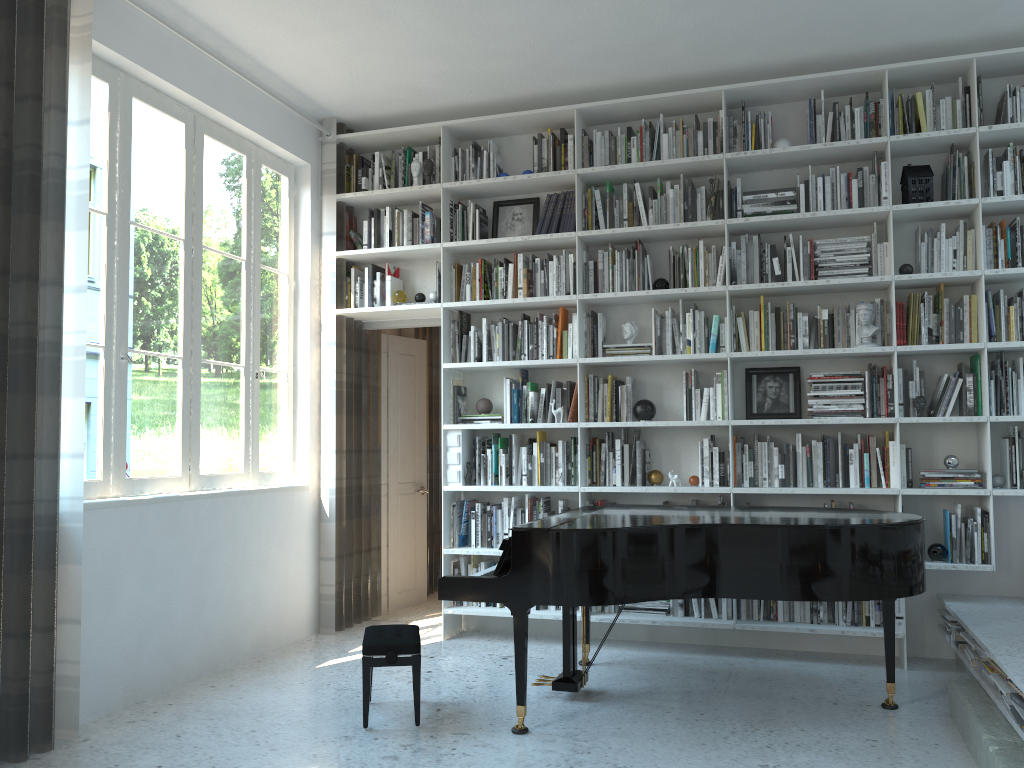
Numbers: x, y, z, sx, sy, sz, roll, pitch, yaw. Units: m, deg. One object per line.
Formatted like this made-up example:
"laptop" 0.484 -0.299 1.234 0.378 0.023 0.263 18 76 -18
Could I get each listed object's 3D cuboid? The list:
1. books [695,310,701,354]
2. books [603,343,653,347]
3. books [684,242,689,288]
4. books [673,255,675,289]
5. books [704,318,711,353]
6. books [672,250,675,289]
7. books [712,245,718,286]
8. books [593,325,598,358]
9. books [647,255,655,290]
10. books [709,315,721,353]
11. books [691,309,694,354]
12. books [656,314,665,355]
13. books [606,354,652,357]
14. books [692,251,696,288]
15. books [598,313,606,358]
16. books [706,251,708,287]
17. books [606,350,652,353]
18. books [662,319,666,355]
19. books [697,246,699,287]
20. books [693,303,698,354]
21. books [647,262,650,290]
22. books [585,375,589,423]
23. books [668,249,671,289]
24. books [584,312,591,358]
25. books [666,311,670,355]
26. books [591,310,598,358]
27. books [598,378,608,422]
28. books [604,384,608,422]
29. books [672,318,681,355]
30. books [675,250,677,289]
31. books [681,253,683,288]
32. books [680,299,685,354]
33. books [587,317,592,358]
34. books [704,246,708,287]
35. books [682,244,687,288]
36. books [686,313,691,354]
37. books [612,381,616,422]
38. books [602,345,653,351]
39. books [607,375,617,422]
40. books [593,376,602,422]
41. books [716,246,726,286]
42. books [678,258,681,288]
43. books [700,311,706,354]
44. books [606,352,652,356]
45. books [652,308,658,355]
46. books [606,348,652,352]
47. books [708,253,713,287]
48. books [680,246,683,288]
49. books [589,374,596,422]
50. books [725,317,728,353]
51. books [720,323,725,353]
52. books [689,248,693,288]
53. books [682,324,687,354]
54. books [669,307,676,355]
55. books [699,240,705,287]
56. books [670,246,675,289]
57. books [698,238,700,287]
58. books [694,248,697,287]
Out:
"books" 1.071 -0.282 5.075 0.023 0.259 0.170 -1 -4 18
"books" 0.687 -0.219 5.203 0.285 0.012 0.159 -1 -4 14
"books" 1.021 -0.661 5.132 0.033 0.287 0.155 -1 -4 18
"books" 0.954 -0.624 5.146 0.013 0.216 0.149 -1 -4 18
"books" 1.122 -0.262 5.080 0.026 0.219 0.150 -1 -4 18
"books" 0.941 -0.637 5.133 0.005 0.240 0.174 -1 -4 18
"books" 1.162 -0.651 5.069 0.022 0.257 0.155 -1 -4 18
"books" 0.512 -0.239 5.271 0.034 0.209 0.136 -2 -4 18
"books" 0.817 -0.627 5.186 0.031 0.232 0.148 -1 -4 18
"books" 1.156 -0.268 5.044 0.060 0.227 0.179 -2 -4 18
"books" 1.041 -0.284 5.075 0.012 0.265 0.193 -1 -4 18
"books" 0.862 -0.270 5.137 0.030 0.247 0.174 -1 -4 18
"books" 0.691 -0.158 5.208 0.254 0.012 0.161 -2 -4 18
"books" 1.055 -0.637 5.122 0.011 0.236 0.130 -1 -4 18
"books" 0.536 -0.274 5.260 0.021 0.277 0.136 -1 -4 18
"books" 1.127 -0.635 5.089 0.011 0.229 0.166 -1 -4 18
"books" 0.687 -0.183 5.199 0.254 0.012 0.161 -1 -4 13
"books" 0.896 -0.258 5.156 0.024 0.227 0.137 -1 -4 18
"books" 1.077 -0.647 5.096 0.006 0.253 0.180 -1 -4 18
"books" 1.055 -0.302 5.081 0.011 0.300 0.178 -1 -4 18
"books" 0.804 -0.615 5.198 0.004 0.209 0.132 -1 -4 18
"books" 0.459 0.092 5.269 0.012 0.285 0.159 -1 -4 18
"books" 0.926 -0.642 5.159 0.005 0.254 0.161 -1 -4 18
"books" 0.456 -0.275 5.290 0.012 0.285 0.159 -1 -4 18
"books" 0.913 -0.280 5.135 0.022 0.267 0.151 -1 -4 18
"books" 0.493 -0.281 5.291 0.011 0.297 0.135 -1 -4 18
"books" 0.538 0.100 5.231 0.036 0.263 0.166 -1 -4 18
"books" 0.568 0.116 5.224 0.025 0.228 0.153 -1 -4 18
"books" 0.960 -0.260 5.124 0.048 0.224 0.149 -2 -4 18
"books" 0.955 -0.636 5.119 0.005 0.236 0.178 -1 -4 18
"books" 0.989 -0.627 5.107 0.006 0.216 0.181 -1 -4 18
"books" 0.984 -0.314 5.110 0.010 0.329 0.173 -1 -4 18
"books" 0.472 -0.262 5.278 0.024 0.257 0.134 -1 -4 18
"books" 1.115 -0.649 5.090 0.010 0.257 0.140 -1 -4 18
"books" 1.000 -0.655 5.127 0.005 0.275 0.157 -1 -4 18
"books" 1.025 -0.274 5.090 0.028 0.247 0.170 -1 -4 18
"books" 0.612 0.107 5.210 0.014 0.243 0.153 -1 -4 18
"books" 0.689 -0.207 5.207 0.285 0.012 0.159 -2 -4 20
"books" 0.586 0.091 5.197 0.026 0.274 0.190 -1 -4 18
"books" 0.511 0.095 5.247 0.026 0.275 0.154 -1 -4 18
"books" 1.197 -0.643 5.034 0.064 0.237 0.209 -2 -4 18
"books" 0.979 -0.617 5.134 0.011 0.200 0.162 -1 -4 18
"books" 1.099 -0.279 5.088 0.022 0.256 0.152 -1 -4 18
"books" 0.688 -0.171 5.200 0.254 0.012 0.161 -1 -4 14
"books" 0.834 -0.287 5.153 0.012 0.285 0.159 -1 -4 18
"books" 0.688 -0.195 5.204 0.254 0.012 0.161 -1 -4 15
"books" 1.143 -0.629 5.084 0.024 0.216 0.142 -1 -4 18
"books" 0.991 -0.650 5.141 0.009 0.266 0.149 -1 -4 18
"books" 0.485 0.091 5.251 0.025 0.284 0.145 -1 -4 18
"books" 1.229 -0.264 5.042 0.026 0.217 0.126 -1 -4 18
"books" 1.203 -0.245 5.047 0.027 0.181 0.142 -2 -4 18
"books" 1.033 -0.642 5.091 0.013 0.243 0.189 -1 -4 18
"books" 1.006 -0.243 5.115 0.025 0.189 0.140 -1 -4 18
"books" 0.926 -0.291 5.120 0.012 0.286 0.167 -1 -4 18
"books" 1.098 -0.663 5.089 0.022 0.284 0.190 -1 -4 18
"books" 0.937 -0.653 5.164 0.012 0.275 0.129 -1 -4 18
"books" 1.084 -0.672 5.097 0.006 0.303 0.165 -1 -4 18
"books" 1.064 -0.646 5.107 0.017 0.253 0.139 -1 -4 18
